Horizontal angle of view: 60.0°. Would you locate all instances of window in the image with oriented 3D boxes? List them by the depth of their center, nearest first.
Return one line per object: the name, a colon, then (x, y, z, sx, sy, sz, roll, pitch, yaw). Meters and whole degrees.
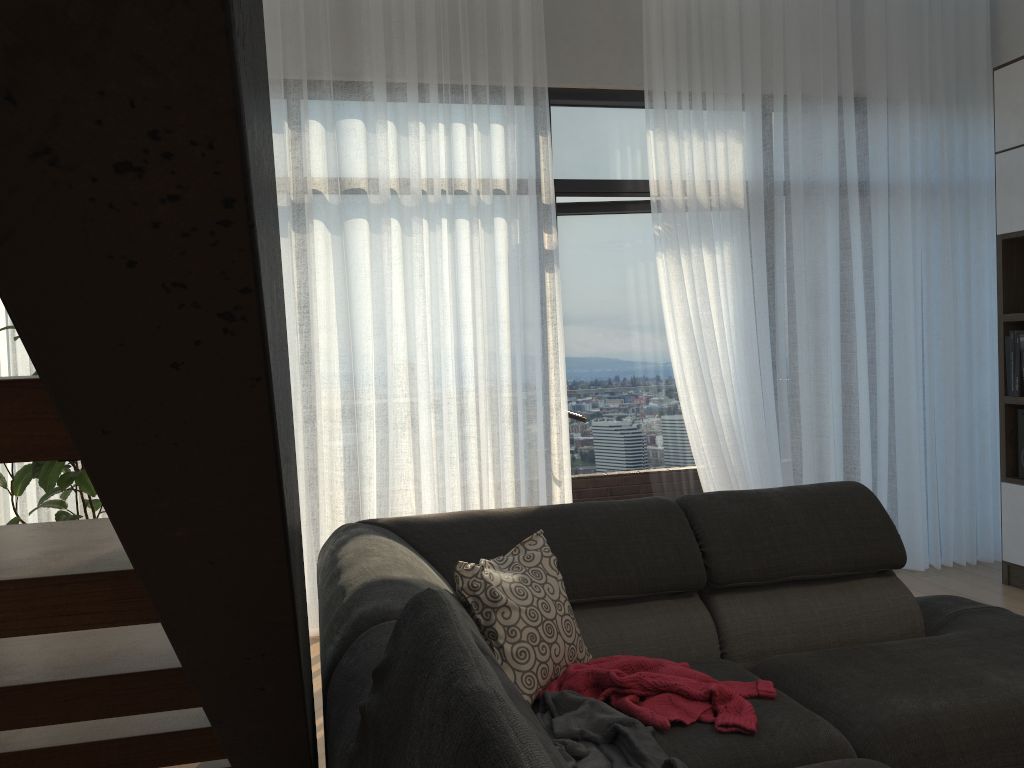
window: (0.194, -0.193, 4.404, 4.808, 2.501, 0.119, -3, 2, -13)

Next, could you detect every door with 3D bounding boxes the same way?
door: (0.758, 0.027, 4.651, 1.118, 1.976, 0.206, -2, 2, -3)

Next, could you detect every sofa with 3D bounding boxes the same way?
sofa: (0.798, 0.651, 1.323, 2.108, 0.995, 3.169, -3, 2, -13)

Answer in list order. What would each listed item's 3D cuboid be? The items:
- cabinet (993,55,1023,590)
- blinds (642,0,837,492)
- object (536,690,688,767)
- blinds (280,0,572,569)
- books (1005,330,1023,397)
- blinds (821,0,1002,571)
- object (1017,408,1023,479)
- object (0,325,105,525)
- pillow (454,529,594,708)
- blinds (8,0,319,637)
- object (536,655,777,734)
cabinet: (2.954, -0.220, 2.361, 0.338, 2.494, 4.036, -3, 2, -13)
blinds: (1.110, -1.779, 4.261, 0.858, 5.579, 0.589, -4, 3, -36)
object: (0.233, 0.742, 1.596, 0.411, 0.118, 0.905, -4, 3, -37)
blinds: (-0.487, -1.708, 3.975, 1.374, 5.581, 0.218, -3, 2, -15)
books: (2.498, -0.100, 4.216, 0.259, 0.321, 0.128, -3, 2, -13)
blinds: (1.957, -1.820, 4.539, 1.163, 5.581, 0.218, -3, 2, -16)
object: (2.555, 0.281, 4.179, 0.244, 0.331, 0.214, -3, 2, -23)
object: (-1.696, 0.432, 3.365, 0.528, 1.463, 0.774, -2, 2, 7)
pillow: (0.234, 0.622, 1.082, 0.386, 0.364, 2.734, -2, 2, -9)
blinds: (-1.536, -1.658, 3.706, 1.223, 5.581, 0.218, -3, 2, -15)
object: (0.321, 0.696, 2.038, 0.536, 0.077, 0.323, -1, 2, 21)
